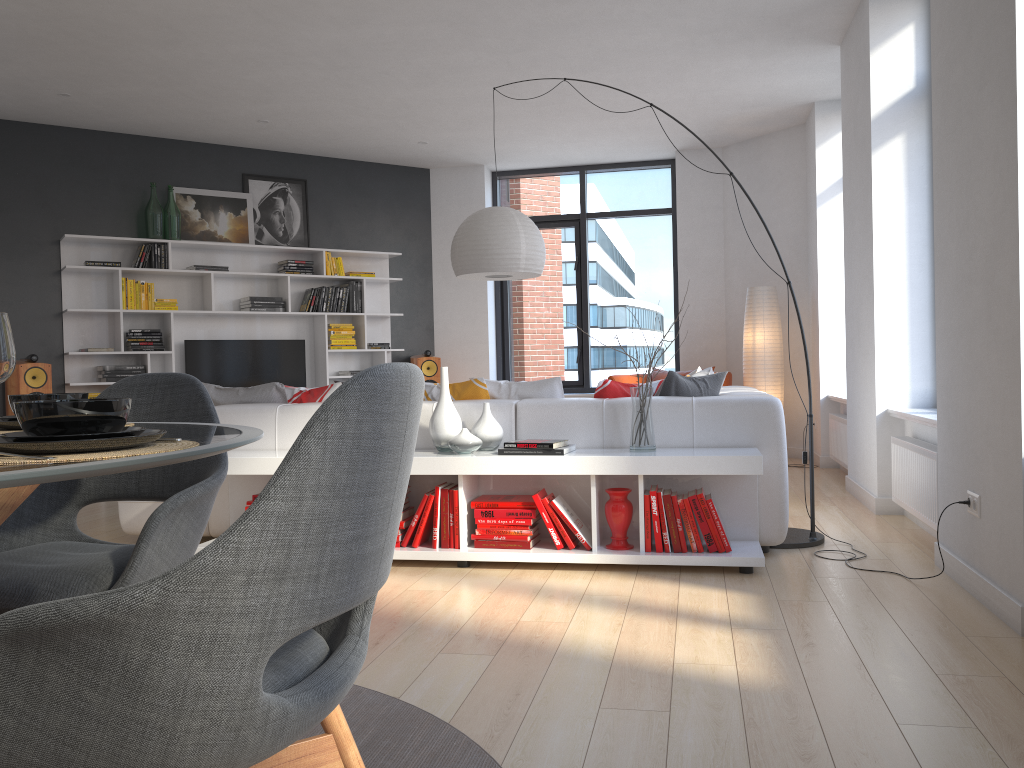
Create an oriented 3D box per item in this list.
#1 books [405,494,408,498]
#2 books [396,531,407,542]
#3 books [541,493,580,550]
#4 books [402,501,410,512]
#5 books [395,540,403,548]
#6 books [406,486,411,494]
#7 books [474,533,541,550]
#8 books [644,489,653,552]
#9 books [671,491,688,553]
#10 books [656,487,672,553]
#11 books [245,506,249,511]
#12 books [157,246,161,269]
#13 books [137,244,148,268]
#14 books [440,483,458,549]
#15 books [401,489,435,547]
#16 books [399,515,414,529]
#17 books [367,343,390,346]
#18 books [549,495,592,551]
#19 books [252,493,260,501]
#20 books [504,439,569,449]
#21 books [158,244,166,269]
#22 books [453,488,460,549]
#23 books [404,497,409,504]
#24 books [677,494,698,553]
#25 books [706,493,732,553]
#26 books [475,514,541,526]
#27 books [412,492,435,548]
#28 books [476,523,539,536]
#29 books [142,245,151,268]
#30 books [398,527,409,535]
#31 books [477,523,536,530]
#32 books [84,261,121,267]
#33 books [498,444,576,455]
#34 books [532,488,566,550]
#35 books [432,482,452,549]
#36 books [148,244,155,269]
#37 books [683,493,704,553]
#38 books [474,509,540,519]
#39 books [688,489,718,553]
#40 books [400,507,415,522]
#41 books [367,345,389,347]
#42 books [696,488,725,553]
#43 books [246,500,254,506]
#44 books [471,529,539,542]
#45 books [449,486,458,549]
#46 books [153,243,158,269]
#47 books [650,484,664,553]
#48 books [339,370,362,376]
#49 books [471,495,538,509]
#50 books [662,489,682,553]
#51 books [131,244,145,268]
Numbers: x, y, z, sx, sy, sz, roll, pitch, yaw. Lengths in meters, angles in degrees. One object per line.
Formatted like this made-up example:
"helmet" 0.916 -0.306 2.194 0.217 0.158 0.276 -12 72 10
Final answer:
"books" -0.641 0.531 4.171 0.257 0.025 0.182 -1 1 12
"books" -0.627 0.703 4.143 0.282 0.030 0.188 -1 1 13
"books" 0.220 0.612 3.977 0.148 0.232 0.171 -1 1 13
"books" -0.631 0.580 4.166 0.261 0.027 0.191 -1 1 8
"books" -0.625 0.732 4.161 0.274 0.029 0.200 -1 1 12
"books" -0.624 0.505 4.160 0.266 0.026 0.187 -1 1 6
"books" -0.018 0.715 4.048 0.259 0.034 0.206 -1 1 15
"books" 0.597 0.595 3.878 0.026 0.250 0.168 -1 1 11
"books" 0.728 0.596 3.854 0.066 0.247 0.175 -1 1 12
"books" 0.665 0.589 3.869 0.056 0.262 0.185 -1 1 12
"books" -1.133 0.598 4.318 0.269 0.028 0.179 -1 1 13
"books" -3.062 -1.078 7.655 0.021 0.200 0.147 -2 1 -33
"books" -3.173 -1.080 7.595 0.087 0.214 0.171 -2 1 -33
"books" -0.281 0.604 4.089 0.038 0.270 0.215 -1 1 12
"books" -0.422 0.618 4.109 0.144 0.247 0.188 -1 1 12
"books" -0.618 0.647 4.180 0.301 0.032 0.227 -1 1 12
"books" -1.340 -0.391 8.772 0.213 0.023 0.161 -2 1 -30
"books" 0.275 0.617 3.965 0.186 0.223 0.188 -1 1 12
"books" -1.130 0.546 4.311 0.206 0.029 0.152 -1 1 18
"books" 0.110 0.270 3.987 0.238 0.027 0.188 -1 1 25
"books" -3.038 -1.088 7.672 0.038 0.218 0.169 -2 1 -33
"books" -0.230 0.604 4.054 0.028 0.269 0.181 -1 1 11
"books" -0.624 0.554 4.159 0.236 0.023 0.178 -1 1 12
"books" 0.763 0.601 3.852 0.081 0.230 0.165 -1 1 12
"books" 0.894 0.599 3.842 0.103 0.230 0.173 -1 1 12
"books" -0.014 0.611 4.039 0.261 0.027 0.191 -1 1 16
"books" -0.383 0.617 4.094 0.115 0.245 0.192 -1 1 12
"books" -0.019 0.660 4.045 0.257 0.025 0.182 -1 1 12
"books" -3.143 -1.081 7.600 0.074 0.212 0.154 -2 1 -34
"books" -0.628 0.676 4.146 0.266 0.026 0.187 -1 1 11
"books" -0.023 0.637 4.037 0.236 0.023 0.178 -1 1 12
"books" -3.422 -0.989 7.406 0.268 0.046 0.208 -2 1 -30
"books" 0.117 0.296 4.012 0.300 0.026 0.245 -1 1 17
"books" 0.175 0.604 3.993 0.134 0.248 0.192 -1 1 12
"books" -0.322 0.601 4.081 0.046 0.282 0.199 -1 1 12
"books" -3.103 -1.085 7.627 0.021 0.221 0.156 -2 1 -33
"books" 0.788 0.599 3.851 0.083 0.233 0.178 -1 1 12
"books" -0.014 0.578 4.055 0.279 0.039 0.206 -1 1 11
"books" 0.828 0.591 3.850 0.119 0.249 0.187 -1 1 12
"books" -0.624 0.612 4.182 0.279 0.039 0.206 -1 1 13
"books" -1.333 -0.372 8.759 0.198 0.015 0.142 -2 1 -35
"books" 0.860 0.587 3.846 0.116 0.255 0.198 -1 1 12
"books" -1.134 0.572 4.322 0.254 0.025 0.178 -1 1 11
"books" -0.030 0.686 4.041 0.266 0.026 0.187 -1 1 17
"books" -0.253 0.607 4.074 0.028 0.266 0.188 -1 1 12
"books" -3.086 -1.092 7.645 0.025 0.232 0.176 -2 1 -33
"books" 0.634 0.585 3.878 0.050 0.268 0.198 -1 1 12
"books" -1.510 -0.108 8.694 0.310 0.047 0.250 -2 1 -38
"books" -0.016 0.542 4.080 0.301 0.032 0.227 -1 1 12
"books" 0.701 0.593 3.871 0.076 0.252 0.199 -1 1 12
"books" -3.197 -1.080 7.572 0.096 0.213 0.166 -2 1 -35
